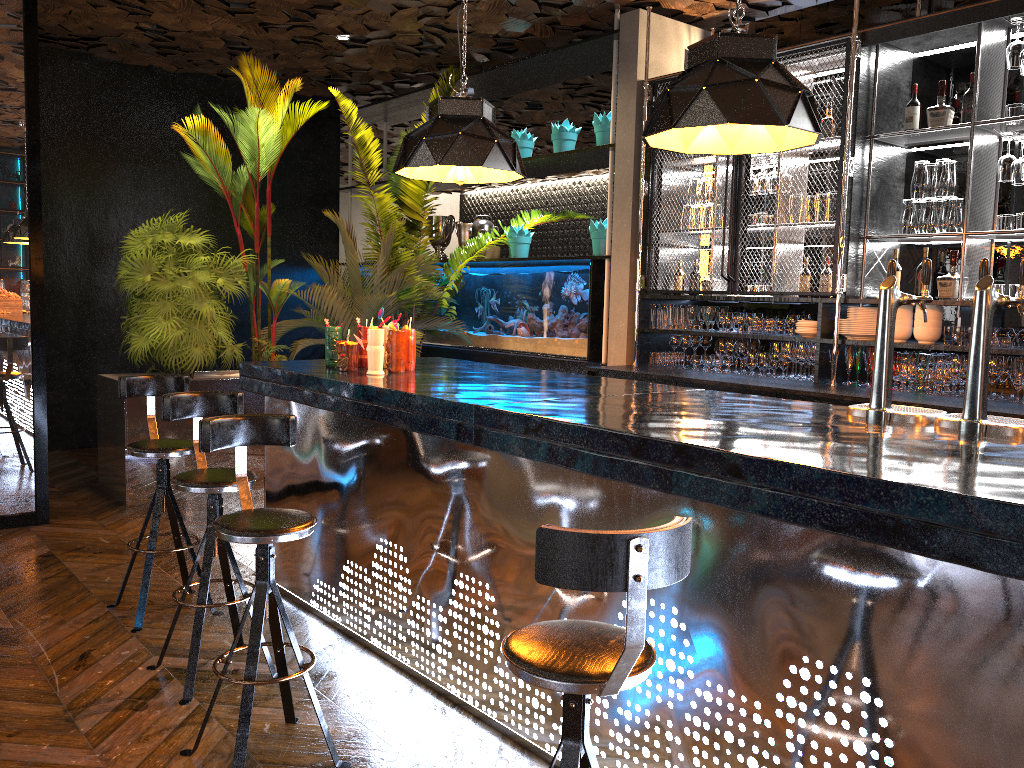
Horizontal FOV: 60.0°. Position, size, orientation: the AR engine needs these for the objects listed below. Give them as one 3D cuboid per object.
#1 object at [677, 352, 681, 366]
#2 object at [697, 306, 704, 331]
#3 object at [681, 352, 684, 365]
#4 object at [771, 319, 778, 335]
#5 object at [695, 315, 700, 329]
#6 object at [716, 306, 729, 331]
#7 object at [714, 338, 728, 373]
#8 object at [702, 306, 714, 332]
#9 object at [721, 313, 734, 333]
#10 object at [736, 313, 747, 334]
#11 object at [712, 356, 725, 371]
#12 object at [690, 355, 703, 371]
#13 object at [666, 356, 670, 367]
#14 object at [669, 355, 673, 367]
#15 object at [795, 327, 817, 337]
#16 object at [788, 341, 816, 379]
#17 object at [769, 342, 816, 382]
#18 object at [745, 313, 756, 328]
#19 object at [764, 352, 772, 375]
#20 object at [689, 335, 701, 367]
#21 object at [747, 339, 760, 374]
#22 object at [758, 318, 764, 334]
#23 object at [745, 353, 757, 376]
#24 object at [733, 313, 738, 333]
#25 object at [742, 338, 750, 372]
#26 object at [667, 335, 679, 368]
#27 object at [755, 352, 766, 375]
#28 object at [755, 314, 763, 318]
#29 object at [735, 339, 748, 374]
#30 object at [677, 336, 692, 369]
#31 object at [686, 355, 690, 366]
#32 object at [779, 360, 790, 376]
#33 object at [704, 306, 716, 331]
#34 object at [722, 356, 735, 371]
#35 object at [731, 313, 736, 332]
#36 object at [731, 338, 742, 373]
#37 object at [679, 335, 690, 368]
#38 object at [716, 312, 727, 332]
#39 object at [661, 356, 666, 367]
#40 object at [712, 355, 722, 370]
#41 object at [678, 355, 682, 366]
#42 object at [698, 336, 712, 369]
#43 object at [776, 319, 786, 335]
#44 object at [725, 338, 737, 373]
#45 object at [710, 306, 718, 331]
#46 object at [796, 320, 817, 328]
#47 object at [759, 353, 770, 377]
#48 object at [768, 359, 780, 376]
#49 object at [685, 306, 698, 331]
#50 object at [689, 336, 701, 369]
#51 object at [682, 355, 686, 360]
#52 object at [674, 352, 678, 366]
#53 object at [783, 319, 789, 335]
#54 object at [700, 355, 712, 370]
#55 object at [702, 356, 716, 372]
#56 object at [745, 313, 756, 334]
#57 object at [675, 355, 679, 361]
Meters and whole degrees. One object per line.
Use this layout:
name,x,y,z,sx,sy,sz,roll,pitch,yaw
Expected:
object,1.223,-0.184,6.511,0.031,0.098,0.031,2,6,7
object,1.320,-0.456,6.162,0.087,0.170,0.087,3,6,11
object,1.250,-0.185,6.535,0.031,0.098,0.031,-2,7,-34
object,1.667,-0.365,5.695,0.078,0.099,0.078,3,6,18
object,1.344,-0.473,6.433,0.051,0.152,0.058,3,6,11
object,1.459,-0.452,6.160,0.087,0.170,0.087,3,6,11
object,1.391,-0.188,5.899,0.077,0.229,0.088,-1,6,-26
object,1.315,-0.437,5.964,0.087,0.170,0.087,3,6,11
object,1.428,-0.406,5.872,0.081,0.132,0.081,4,6,22
object,1.492,-0.394,5.775,0.074,0.131,0.074,-1,6,-26
object,1.412,-0.140,6.067,0.093,0.101,0.093,0,6,-18
object,1.264,-0.145,6.079,0.093,0.101,0.093,3,6,19
object,1.118,-0.163,6.366,0.034,0.080,0.034,3,6,18
object,1.148,-0.165,6.392,0.034,0.080,0.034,-2,6,-30
object,1.848,-0.318,5.446,0.211,0.060,0.209,3,6,10
object,1.954,-0.150,5.679,0.186,0.227,0.376,-3,7,-41
object,1.802,-0.142,5.555,0.186,0.227,0.376,-3,7,-41
object,1.621,-0.416,6.029,0.081,0.132,0.081,4,6,22
object,1.715,-0.138,5.907,0.074,0.146,0.065,1,6,-10
object,1.324,-0.236,6.390,0.091,0.227,0.091,-2,7,-36
object,1.620,-0.187,5.950,0.077,0.229,0.088,-3,7,-38
object,1.611,-0.375,5.765,0.078,0.103,0.078,2,6,4
object,1.561,-0.130,5.778,0.074,0.146,0.065,4,6,27
object,1.519,-0.411,5.950,0.081,0.132,0.081,4,6,22
object,1.596,-0.199,6.068,0.077,0.229,0.088,4,6,25
object,1.140,-0.226,6.233,0.091,0.227,0.091,3,6,13
object,1.640,-0.134,5.845,0.074,0.146,0.065,-1,6,-27
object,1.628,-0.401,5.883,0.074,0.131,0.074,-1,6,-26
object,1.522,-0.182,5.875,0.077,0.229,0.088,-3,7,-40
object,1.197,-0.218,6.160,0.091,0.227,0.091,0,6,-16
object,1.289,-0.172,6.503,0.034,0.080,0.034,-2,6,-29
object,1.789,-0.130,5.837,0.065,0.146,0.074,0,6,-17
object,1.347,-0.446,6.068,0.087,0.170,0.087,3,6,11
object,1.493,-0.143,6.127,0.093,0.101,0.093,-1,6,-24
object,1.529,-0.422,6.061,0.081,0.132,0.081,4,6,22
object,1.523,-0.195,6.010,0.088,0.229,0.077,-1,6,-23
object,1.225,-0.230,6.300,0.091,0.227,0.091,2,6,0
object,1.415,-0.416,5.968,0.081,0.132,0.081,4,6,22
object,1.080,-0.161,6.335,0.034,0.080,0.034,3,6,15
object,1.428,-0.153,6.210,0.093,0.101,0.093,6,7,37
object,1.219,-0.168,6.447,0.034,0.080,0.034,-3,7,-40
object,1.372,-0.226,6.294,0.091,0.227,0.091,3,6,14
object,1.740,-0.369,5.753,0.078,0.099,0.078,3,6,18
object,1.462,-0.191,5.956,0.088,0.229,0.077,3,6,10
object,1.412,-0.461,6.236,0.087,0.170,0.087,3,6,11
object,1.850,-0.359,5.442,0.209,0.060,0.211,2,6,5
object,1.625,-0.122,5.708,0.065,0.146,0.074,-4,8,-45
object,1.707,-0.126,5.776,0.074,0.146,0.065,0,6,-16
object,1.228,-0.451,6.087,0.087,0.170,0.087,3,6,11
object,1.279,-0.221,6.223,0.091,0.227,0.091,3,6,14
object,1.252,-0.170,6.476,0.034,0.080,0.034,-2,6,-30
object,1.196,-0.182,6.485,0.031,0.098,0.031,1,6,-7
object,1.807,-0.372,5.803,0.078,0.099,0.078,3,6,18
object,1.346,-0.149,6.145,0.093,0.101,0.093,3,6,11
object,1.333,-0.135,5.995,0.093,0.101,0.093,3,6,13
object,1.561,-0.397,5.828,0.074,0.131,0.074,-1,6,-26
object,1.188,-0.167,6.420,0.034,0.080,0.034,5,7,33
